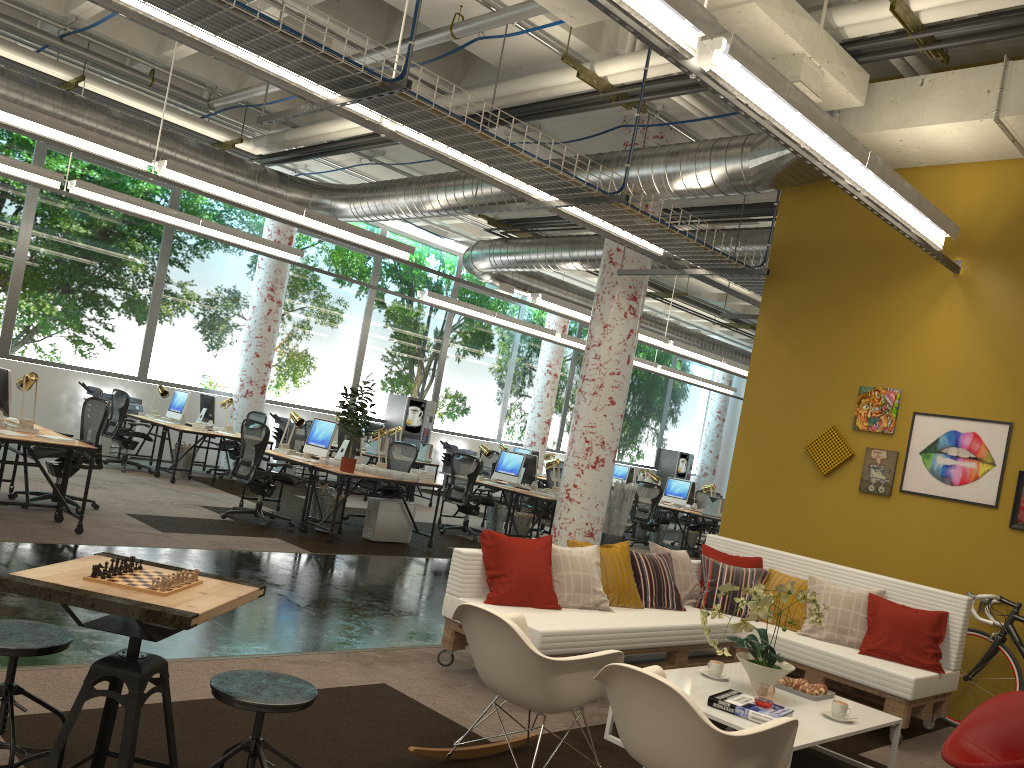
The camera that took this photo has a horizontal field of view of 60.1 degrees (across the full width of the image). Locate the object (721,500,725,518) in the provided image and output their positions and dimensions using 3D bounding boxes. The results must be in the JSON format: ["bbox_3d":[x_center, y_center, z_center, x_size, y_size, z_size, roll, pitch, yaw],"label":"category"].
[{"bbox_3d":[3.343,2.013,14.378,0.151,0.302,0.279,11,-2,-45],"label":"object"}]

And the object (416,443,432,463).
[{"bbox_3d":[-1.474,1.157,14.869,0.151,0.302,0.279,11,-2,-45],"label":"object"}]

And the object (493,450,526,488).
[{"bbox_3d":[-0.026,1.184,12.317,0.190,0.485,0.481,11,-2,-45],"label":"object"}]

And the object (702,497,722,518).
[{"bbox_3d":[3.240,1.988,14.274,0.151,0.302,0.279,11,-2,-45],"label":"object"}]

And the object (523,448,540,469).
[{"bbox_3d":[0.358,1.595,18.308,0.190,0.485,0.481,11,-2,-45],"label":"object"}]

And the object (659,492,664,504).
[{"bbox_3d":[2.597,1.978,15.337,0.101,0.209,0.101,10,-1,0],"label":"object"}]

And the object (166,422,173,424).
[{"bbox_3d":[-4.771,0.546,12.355,0.107,0.029,0.059,13,-4,-44],"label":"object"}]

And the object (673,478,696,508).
[{"bbox_3d":[3.001,1.928,15.614,0.190,0.485,0.481,11,-2,-45],"label":"object"}]

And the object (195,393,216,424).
[{"bbox_3d":[-4.594,0.401,13.291,0.190,0.485,0.481,11,-2,-45],"label":"object"}]

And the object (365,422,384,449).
[{"bbox_3d":[-2.418,0.926,15.496,0.190,0.485,0.481,11,-2,-45],"label":"object"}]

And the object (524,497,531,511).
[{"bbox_3d":[0.348,2.329,17.596,0.120,0.403,0.234,11,-1,-44],"label":"object"}]

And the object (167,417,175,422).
[{"bbox_3d":[-4.998,0.452,13.014,0.101,0.209,0.101,10,-1,0],"label":"object"}]

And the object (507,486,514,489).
[{"bbox_3d":[-0.016,1.395,11.940,0.107,0.029,0.059,13,-4,-44],"label":"object"}]

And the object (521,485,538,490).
[{"bbox_3d":[0.291,1.519,13.013,0.437,0.017,0.119,7,-5,45],"label":"object"}]

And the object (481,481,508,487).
[{"bbox_3d":[-0.241,1.374,12.178,0.437,0.017,0.119,7,-5,45],"label":"object"}]

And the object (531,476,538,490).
[{"bbox_3d":[0.328,1.406,12.593,0.101,0.209,0.101,10,-1,0],"label":"object"}]

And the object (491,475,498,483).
[{"bbox_3d":[-0.243,1.301,12.599,0.101,0.209,0.101,10,-1,0],"label":"object"}]

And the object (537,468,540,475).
[{"bbox_3d":[0.526,1.751,18.026,0.101,0.209,0.101,10,-1,0],"label":"object"}]

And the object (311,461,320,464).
[{"bbox_3d":[-2.148,0.853,9.682,0.107,0.029,0.059,13,-4,-44],"label":"object"}]

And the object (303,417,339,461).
[{"bbox_3d":[-2.157,0.643,10.059,0.190,0.485,0.481,11,-2,-45],"label":"object"}]

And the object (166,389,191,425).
[{"bbox_3d":[-4.780,0.335,12.732,0.190,0.485,0.481,11,-2,-45],"label":"object"}]

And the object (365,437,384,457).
[{"bbox_3d":[-2.179,0.987,14.155,0.151,0.302,0.279,11,-2,-45],"label":"object"}]

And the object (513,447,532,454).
[{"bbox_3d":[0.172,1.530,17.750,0.190,0.485,0.481,11,-2,-45],"label":"object"}]

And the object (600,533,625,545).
[{"bbox_3d":[1.301,2.192,11.811,0.353,0.398,0.353,10,-2,0],"label":"object"}]

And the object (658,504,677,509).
[{"bbox_3d":[2.600,2.051,14.916,0.437,0.017,0.119,7,-5,45],"label":"object"}]

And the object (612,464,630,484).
[{"bbox_3d":[2.434,2.075,20.042,0.190,0.485,0.481,11,-2,-45],"label":"object"}]

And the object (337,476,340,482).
[{"bbox_3d":[-3.043,1.645,16.220,0.354,0.398,0.352,11,-2,-25],"label":"object"}]

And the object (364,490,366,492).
[{"bbox_3d":[-2.428,1.660,14.783,0.120,0.403,0.234,11,-1,-44],"label":"object"}]

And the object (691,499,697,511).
[{"bbox_3d":[3.169,2.083,15.332,0.101,0.209,0.101,10,-1,0],"label":"object"}]

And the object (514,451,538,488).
[{"bbox_3d":[0.161,1.250,12.876,0.190,0.485,0.481,11,-2,-45],"label":"object"}]

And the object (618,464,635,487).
[{"bbox_3d":[2.621,2.141,20.601,0.190,0.485,0.481,11,-2,-45],"label":"object"}]

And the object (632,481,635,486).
[{"bbox_3d":[2.789,2.296,20.318,0.101,0.209,0.101,10,-1,0],"label":"object"}]

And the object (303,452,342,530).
[{"bbox_3d":[-2.161,1.153,10.099,0.844,0.933,0.105,9,-1,40],"label":"object"}]

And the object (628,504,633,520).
[{"bbox_3d":[2.611,2.875,19.888,0.120,0.403,0.234,11,-1,-44],"label":"object"}]

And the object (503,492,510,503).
[{"bbox_3d":[-0.094,2.297,18.457,0.120,0.403,0.234,11,-1,-44],"label":"object"}]

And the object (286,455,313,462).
[{"bbox_3d":[-2.372,0.832,9.919,0.437,0.017,0.119,7,-5,45],"label":"object"}]

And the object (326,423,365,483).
[{"bbox_3d":[-2.874,1.190,15.147,0.192,1.208,1.073,11,-1,-44],"label":"object"}]

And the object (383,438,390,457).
[{"bbox_3d":[-2.076,1.012,14.259,0.151,0.302,0.279,11,-2,-45],"label":"object"}]

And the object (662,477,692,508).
[{"bbox_3d":[2.815,1.862,15.056,0.190,0.485,0.481,11,-2,-45],"label":"object"}]

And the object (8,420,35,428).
[{"bbox_3d":[-4.465,0.364,8.060,0.437,0.017,0.119,7,-5,45],"label":"object"}]

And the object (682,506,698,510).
[{"bbox_3d":[3.132,2.196,15.752,0.437,0.017,0.119,7,-5,45],"label":"object"}]

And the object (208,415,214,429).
[{"bbox_3d":[-4.426,0.556,13.008,0.101,0.209,0.101,10,-1,0],"label":"object"}]

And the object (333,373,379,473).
[{"bbox_3d":[-1.659,0.390,9.287,0.511,1.077,0.441,10,-1,36],"label":"object"}]

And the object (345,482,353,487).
[{"bbox_3d":[-2.870,1.628,15.644,0.120,0.403,0.234,11,-1,-44],"label":"object"}]

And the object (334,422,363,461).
[{"bbox_3d":[-1.971,0.709,10.617,0.190,0.485,0.481,11,-2,-45],"label":"object"}]

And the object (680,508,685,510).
[{"bbox_3d":[2.824,2.072,14.679,0.107,0.029,0.059,13,-4,-44],"label":"object"}]

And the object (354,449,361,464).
[{"bbox_3d":[-1.803,0.864,10.335,0.101,0.209,0.101,10,-1,0],"label":"object"}]

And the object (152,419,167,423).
[{"bbox_3d":[-4.995,0.525,12.593,0.437,0.017,0.119,7,-5,45],"label":"object"}]
